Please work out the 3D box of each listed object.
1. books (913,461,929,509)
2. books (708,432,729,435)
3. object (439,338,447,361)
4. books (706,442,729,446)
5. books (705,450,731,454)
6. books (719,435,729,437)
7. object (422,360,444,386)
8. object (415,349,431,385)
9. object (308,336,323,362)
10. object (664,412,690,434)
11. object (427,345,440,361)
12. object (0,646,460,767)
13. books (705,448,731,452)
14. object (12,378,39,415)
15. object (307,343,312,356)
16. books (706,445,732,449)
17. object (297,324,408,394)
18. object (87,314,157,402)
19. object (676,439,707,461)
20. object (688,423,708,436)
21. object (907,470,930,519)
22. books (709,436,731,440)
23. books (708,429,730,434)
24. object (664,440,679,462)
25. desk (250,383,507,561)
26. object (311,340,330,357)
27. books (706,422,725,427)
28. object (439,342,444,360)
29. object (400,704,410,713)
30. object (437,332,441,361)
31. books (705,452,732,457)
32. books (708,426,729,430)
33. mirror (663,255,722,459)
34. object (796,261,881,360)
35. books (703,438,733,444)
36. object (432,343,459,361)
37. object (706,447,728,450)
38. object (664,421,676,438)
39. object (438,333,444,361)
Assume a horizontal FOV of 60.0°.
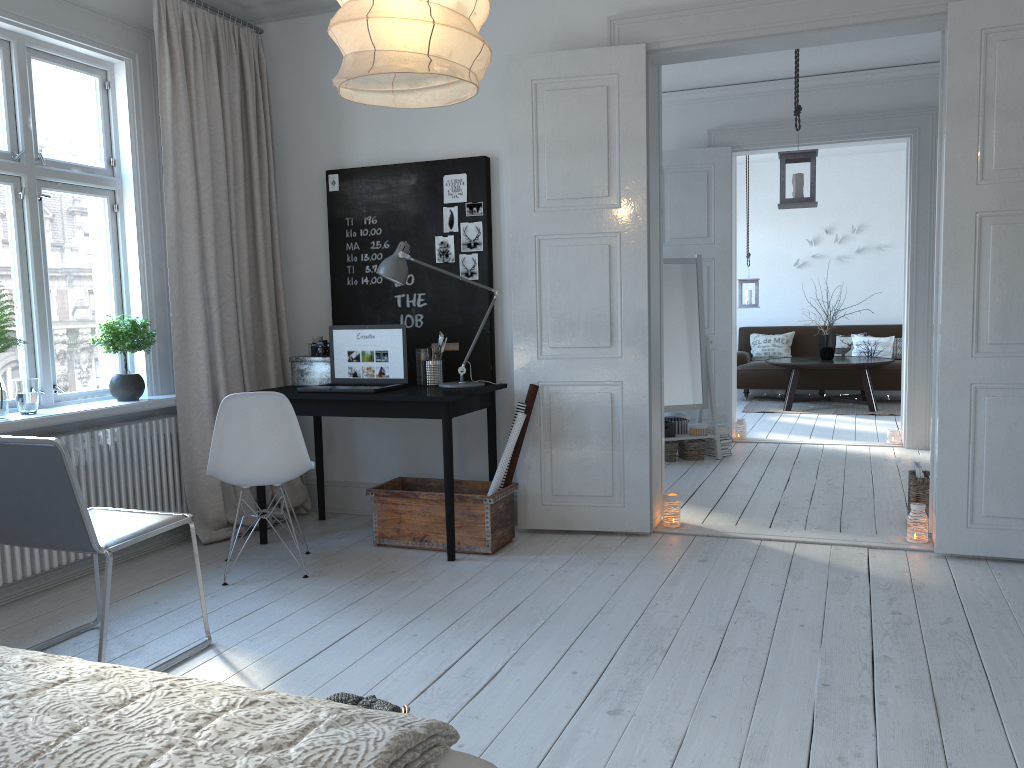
[{"bbox_3d":[2.107,0.548,4.409,0.201,0.300,0.179,1,6,21],"label":"books"},{"bbox_3d":[1.529,0.364,6.642,0.128,0.016,0.180,-2,5,-8],"label":"books"},{"bbox_3d":[-0.363,-0.114,4.470,0.084,0.240,0.009,-2,6,-2],"label":"object"},{"bbox_3d":[1.525,0.441,6.656,0.128,0.022,0.166,-5,6,-35],"label":"books"},{"bbox_3d":[1.534,0.506,6.659,0.128,0.016,0.176,-4,6,-28],"label":"books"},{"bbox_3d":[1.531,0.380,6.646,0.128,0.016,0.176,-3,5,-12],"label":"books"},{"bbox_3d":[-0.399,-0.056,4.491,0.108,0.129,0.108,3,7,36],"label":"object"},{"bbox_3d":[-0.458,-0.088,4.587,0.079,0.188,0.078,-1,6,0],"label":"object"},{"bbox_3d":[-1.055,-0.184,4.688,0.056,0.130,0.167,1,6,20],"label":"object"},{"bbox_3d":[1.228,0.283,6.664,0.207,0.159,0.240,1,6,29],"label":"object"},{"bbox_3d":[-0.407,-0.097,4.501,0.050,0.199,0.081,-7,8,-43],"label":"object"},{"bbox_3d":[-0.805,0.486,1.355,1.460,0.104,0.404,0,5,21],"label":"object"},{"bbox_3d":[1.532,0.489,6.655,0.128,0.016,0.180,-4,5,-24],"label":"books"},{"bbox_3d":[-2.009,0.052,3.674,0.097,0.146,0.097,1,6,27],"label":"object"},{"bbox_3d":[-1.082,-0.187,4.769,0.040,0.069,0.039,-1,6,9],"label":"object"},{"bbox_3d":[1.532,0.461,6.651,0.132,0.017,0.186,-4,6,-32],"label":"books"},{"bbox_3d":[-0.784,-0.126,4.337,0.445,0.316,0.325,1,6,21],"label":"object"},{"bbox_3d":[-1.819,-0.126,4.157,0.309,0.408,0.271,-3,6,-19],"label":"object"},{"bbox_3d":[1.324,0.480,6.564,0.185,0.140,0.295,-2,5,-7],"label":"object"},{"bbox_3d":[1.369,0.334,6.512,0.142,0.075,0.142,-1,5,5],"label":"object"},{"bbox_3d":[2.120,0.581,4.407,0.270,0.265,0.223,1,6,21],"label":"object"},{"bbox_3d":[1.536,0.397,6.648,0.128,0.016,0.178,-4,5,-26],"label":"books"},{"bbox_3d":[1.534,0.343,6.631,0.128,0.026,0.200,-2,5,-7],"label":"books"},{"bbox_3d":[1.113,0.488,6.531,0.185,0.140,0.295,-2,5,-7],"label":"object"},{"bbox_3d":[-0.673,0.400,4.446,1.159,0.760,0.650,1,6,21],"label":"desk"},{"bbox_3d":[-0.991,-0.183,4.591,0.137,0.087,0.073,1,6,21],"label":"object"},{"bbox_3d":[1.525,0.305,6.647,0.111,0.014,0.156,-1,5,1],"label":"books"},{"bbox_3d":[-0.372,-0.105,4.481,0.082,0.222,0.009,-6,8,-39],"label":"object"},{"bbox_3d":[-0.369,0.828,1.795,0.319,0.352,0.319,-6,7,-37],"label":"object"},{"bbox_3d":[-0.376,-0.131,4.489,0.008,0.268,0.060,3,8,38],"label":"object"},{"bbox_3d":[1.539,0.523,6.661,0.128,0.016,0.178,-4,6,-31],"label":"books"},{"bbox_3d":[1.529,0.322,6.634,0.132,0.017,0.186,-2,5,-6],"label":"books"},{"bbox_3d":[1.194,-0.198,6.512,0.610,1.491,0.416,-3,6,-14],"label":"mirror"},{"bbox_3d":[3.436,-0.780,9.290,0.845,1.068,0.524,-2,6,-8],"label":"object"},{"bbox_3d":[1.534,0.418,6.642,0.128,0.022,0.193,-5,6,-36],"label":"books"},{"bbox_3d":[-0.338,-0.104,4.520,0.138,0.209,0.034,-1,6,1],"label":"object"},{"bbox_3d":[1.529,0.473,6.667,0.111,0.014,0.156,-4,5,-26],"label":"object"},{"bbox_3d":[1.085,0.331,6.476,0.165,0.103,0.154,-3,5,-14],"label":"object"},{"bbox_3d":[-0.372,-0.128,4.488,0.062,0.264,0.012,-4,7,-26],"label":"object"}]
